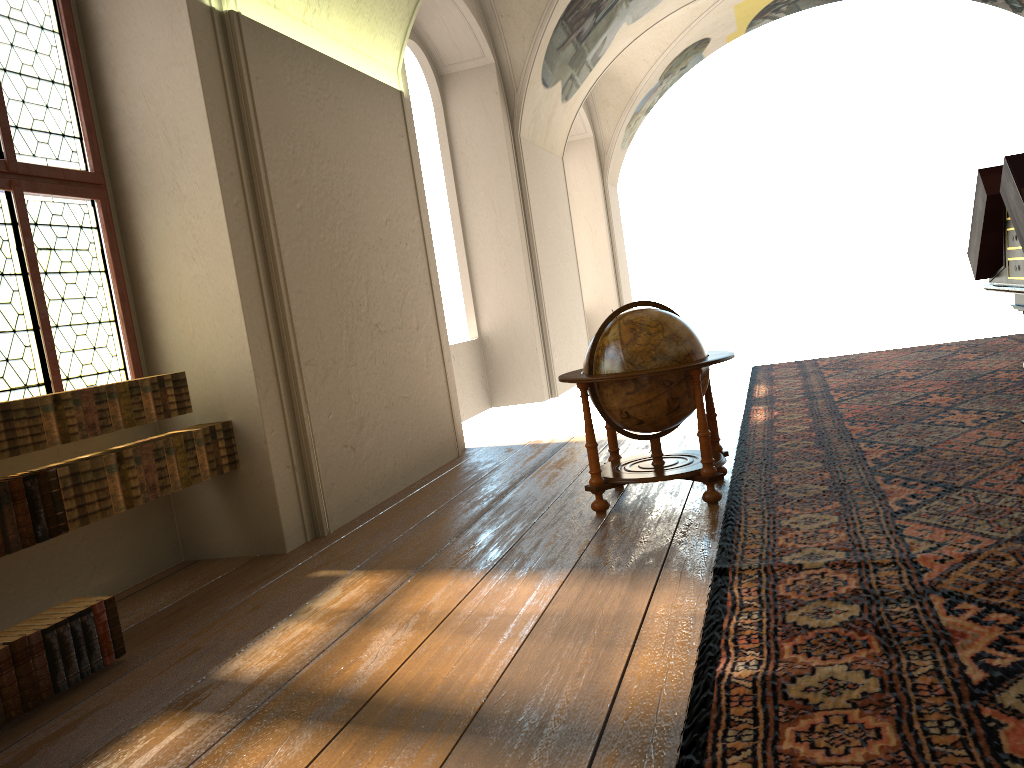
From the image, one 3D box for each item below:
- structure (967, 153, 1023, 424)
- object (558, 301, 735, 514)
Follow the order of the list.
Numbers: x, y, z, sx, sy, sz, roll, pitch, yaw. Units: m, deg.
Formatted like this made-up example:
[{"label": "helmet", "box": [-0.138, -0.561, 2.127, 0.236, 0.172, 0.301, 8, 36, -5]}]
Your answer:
[{"label": "structure", "box": [3.722, -0.477, 5.449, 1.246, 1.985, 1.886, -7, 6, 17]}, {"label": "object", "box": [1.010, 0.114, 6.500, 1.276, 1.451, 1.279, -12, 7, -35]}]
